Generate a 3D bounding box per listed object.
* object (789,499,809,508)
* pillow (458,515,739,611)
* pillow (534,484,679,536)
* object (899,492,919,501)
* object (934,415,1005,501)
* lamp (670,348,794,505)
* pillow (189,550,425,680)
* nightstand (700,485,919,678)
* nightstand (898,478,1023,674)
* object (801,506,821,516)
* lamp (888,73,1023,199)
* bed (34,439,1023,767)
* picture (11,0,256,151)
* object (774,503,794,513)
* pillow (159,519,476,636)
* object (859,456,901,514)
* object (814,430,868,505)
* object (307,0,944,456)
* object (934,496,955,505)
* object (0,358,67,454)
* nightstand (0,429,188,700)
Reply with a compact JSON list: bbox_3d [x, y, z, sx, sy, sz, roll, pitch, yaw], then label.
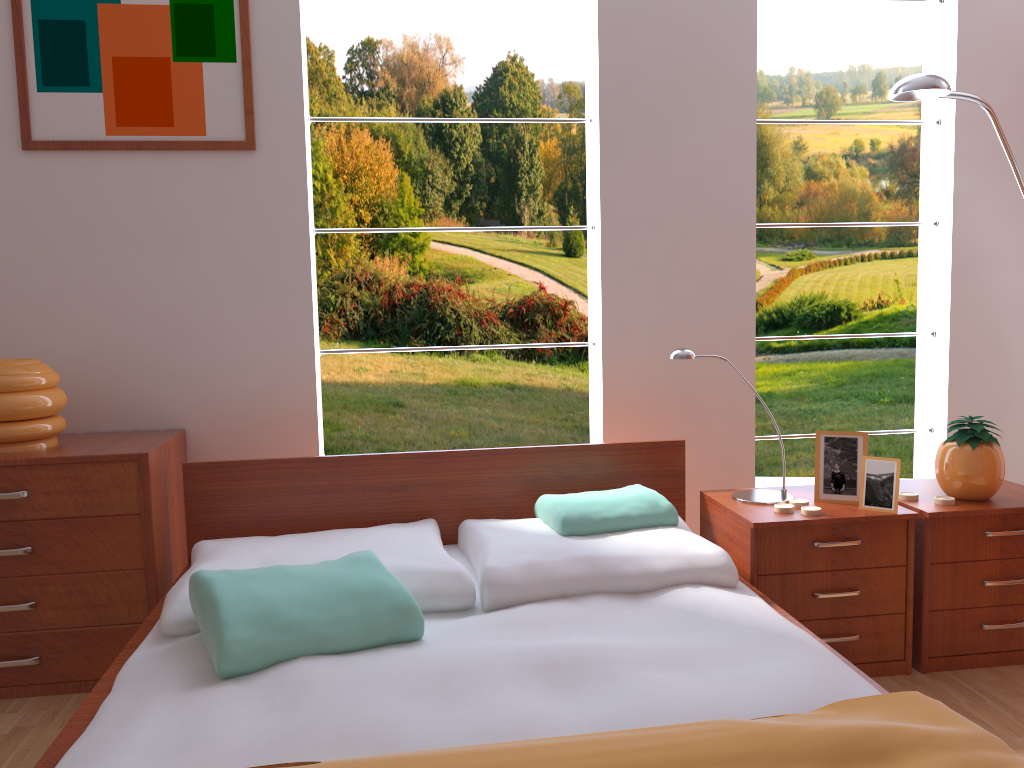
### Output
[{"bbox_3d":[0.757,0.316,2.340,0.049,0.018,0.049,-3,6,-21],"label":"object"},{"bbox_3d":[0.198,0.441,2.287,0.630,0.182,0.574,-2,6,-9],"label":"pillow"},{"bbox_3d":[0.243,0.344,2.358,0.322,0.116,0.276,-2,6,-11],"label":"pillow"},{"bbox_3d":[1.070,0.304,2.393,0.049,0.018,0.049,-3,6,-21],"label":"object"},{"bbox_3d":[1.231,0.198,2.387,0.169,0.223,0.170,-4,6,-28],"label":"object"},{"bbox_3d":[0.602,0.110,2.388,0.337,0.421,0.163,-3,6,-20],"label":"lamp"},{"bbox_3d":[-0.425,0.459,1.828,0.425,0.164,0.334,-5,7,-31],"label":"pillow"},{"bbox_3d":[0.788,0.536,2.411,0.439,0.442,0.377,-2,6,-8],"label":"nightstand"},{"bbox_3d":[1.248,0.520,2.474,0.439,0.442,0.377,-2,6,-8],"label":"nightstand"},{"bbox_3d":[0.761,0.324,2.257,0.049,0.018,0.049,-3,6,-21],"label":"object"},{"bbox_3d":[1.491,-0.092,2.668,0.799,1.603,0.387,-5,7,-35],"label":"lamp"},{"bbox_3d":[0.019,0.558,1.595,1.632,0.560,1.990,-2,6,-8],"label":"bed"},{"bbox_3d":[-1.079,-0.934,2.547,0.645,0.517,0.030,-2,6,-8],"label":"picture"},{"bbox_3d":[0.702,0.323,2.289,0.049,0.018,0.049,-3,6,-21],"label":"object"},{"bbox_3d":[-0.474,0.467,2.174,0.682,0.157,0.574,-3,6,-14],"label":"pillow"},{"bbox_3d":[0.940,0.257,2.267,0.094,0.137,0.027,3,7,37],"label":"object"},{"bbox_3d":[0.876,0.223,2.362,0.131,0.191,0.037,1,6,22],"label":"object"},{"bbox_3d":[0.453,-0.689,2.873,2.205,1.815,0.033,-2,6,-8],"label":"object"},{"bbox_3d":[1.139,0.308,2.335,0.049,0.018,0.049,-3,6,-21],"label":"object"},{"bbox_3d":[-1.341,0.056,2.380,0.264,0.244,0.264,0,6,9],"label":"object"},{"bbox_3d":[-1.346,0.482,2.422,0.815,0.626,0.428,-2,6,-8],"label":"nightstand"}]
